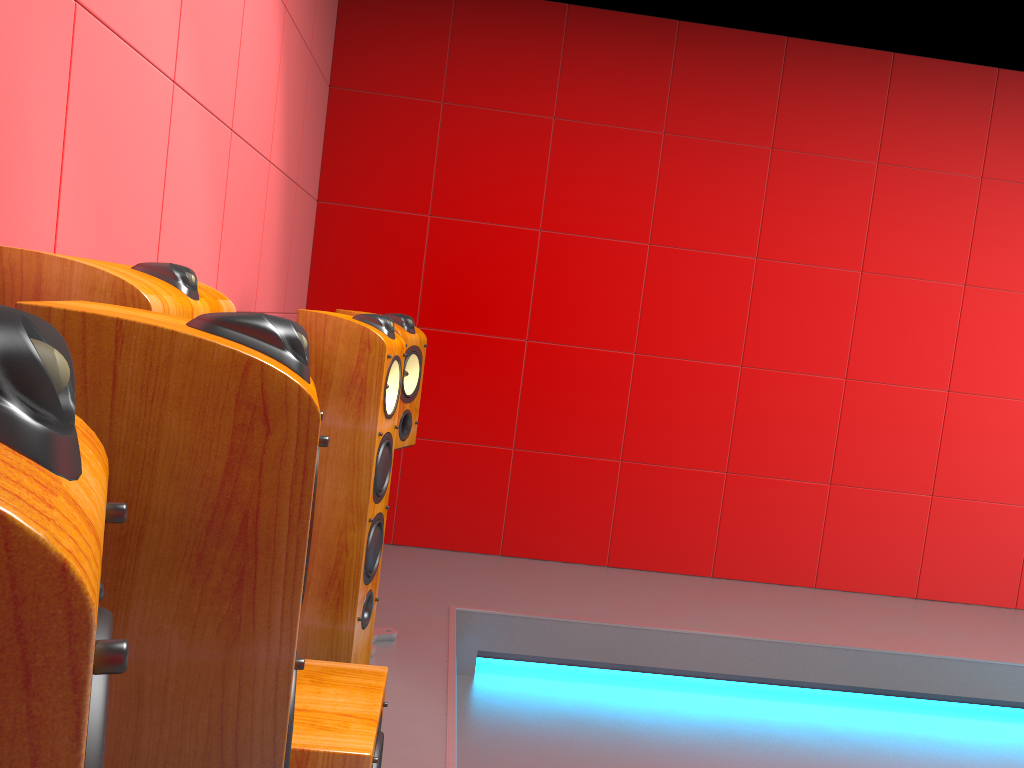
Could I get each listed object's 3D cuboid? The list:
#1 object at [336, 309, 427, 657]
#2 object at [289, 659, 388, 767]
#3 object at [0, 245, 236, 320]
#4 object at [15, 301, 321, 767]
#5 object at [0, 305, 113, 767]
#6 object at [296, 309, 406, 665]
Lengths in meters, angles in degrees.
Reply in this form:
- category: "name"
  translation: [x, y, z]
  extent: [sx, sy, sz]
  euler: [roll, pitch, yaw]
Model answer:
- category: "object"
  translation: [-0.466, 0.296, 2.822]
  extent: [0.265, 1.058, 0.231]
  euler: [8, 4, 16]
- category: "object"
  translation: [-0.426, 0.737, 1.597]
  extent: [0.360, 0.360, 0.360]
  euler: [7, 4, -4]
- category: "object"
  translation: [-0.652, -0.079, 1.521]
  extent: [0.235, 0.271, 0.493]
  euler: [7, 4, -4]
- category: "object"
  translation: [-0.339, 0.452, 0.817]
  extent: [0.238, 1.052, 0.203]
  euler: [6, 4, -14]
- category: "object"
  translation: [-0.306, 0.489, 0.303]
  extent: [0.265, 1.058, 0.231]
  euler: [5, 4, -24]
- category: "object"
  translation: [-0.454, 0.338, 2.274]
  extent: [0.238, 1.052, 0.203]
  euler: [7, 4, 6]
